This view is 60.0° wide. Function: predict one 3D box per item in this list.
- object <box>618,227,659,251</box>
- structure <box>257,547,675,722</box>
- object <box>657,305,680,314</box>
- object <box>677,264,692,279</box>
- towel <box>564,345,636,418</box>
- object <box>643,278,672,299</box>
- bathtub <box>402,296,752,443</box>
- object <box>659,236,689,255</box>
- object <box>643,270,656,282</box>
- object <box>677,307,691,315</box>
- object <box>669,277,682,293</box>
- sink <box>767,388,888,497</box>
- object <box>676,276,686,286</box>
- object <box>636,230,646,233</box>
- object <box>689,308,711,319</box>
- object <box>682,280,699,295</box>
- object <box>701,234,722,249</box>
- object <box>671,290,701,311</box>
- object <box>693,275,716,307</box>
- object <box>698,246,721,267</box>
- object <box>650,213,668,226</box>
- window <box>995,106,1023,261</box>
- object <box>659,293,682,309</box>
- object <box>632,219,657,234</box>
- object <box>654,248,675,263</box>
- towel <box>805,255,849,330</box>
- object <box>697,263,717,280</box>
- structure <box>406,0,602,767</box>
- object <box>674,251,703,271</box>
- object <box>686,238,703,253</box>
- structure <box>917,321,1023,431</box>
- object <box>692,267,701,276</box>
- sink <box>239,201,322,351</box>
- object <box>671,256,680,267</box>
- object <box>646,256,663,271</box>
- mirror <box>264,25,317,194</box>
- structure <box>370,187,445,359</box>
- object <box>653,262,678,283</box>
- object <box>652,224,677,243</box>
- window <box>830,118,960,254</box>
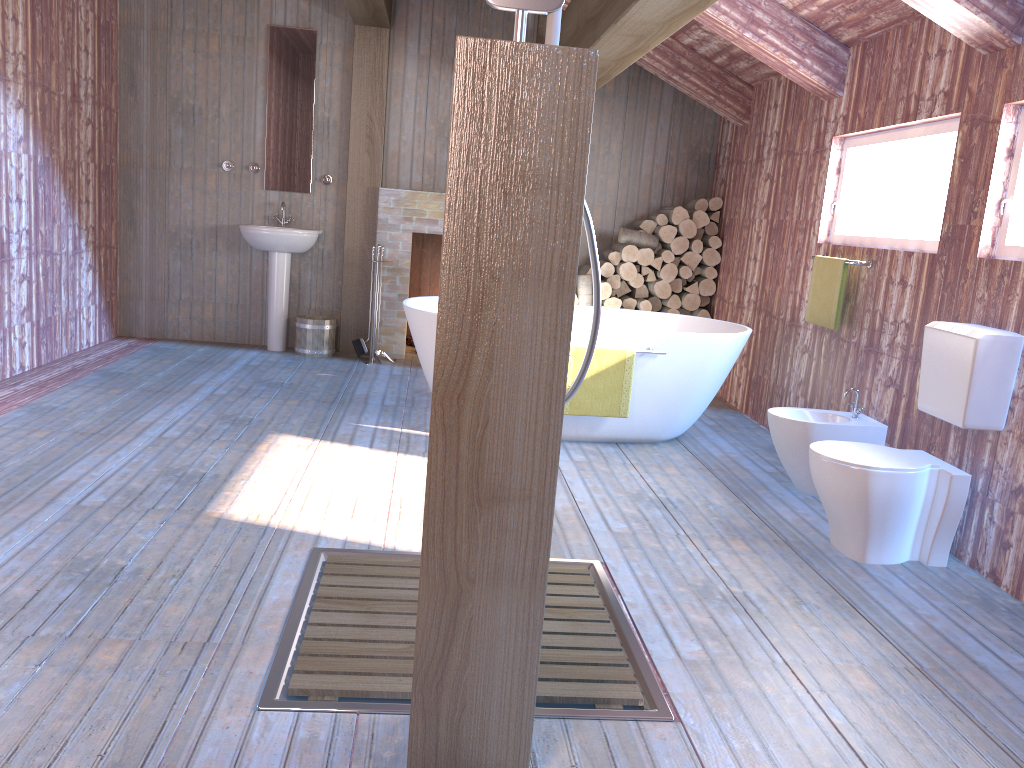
[{"bbox_3d":[0.964,-1.105,6.764,0.302,0.157,0.121,4,11,-5],"label":"object"},{"bbox_3d":[-0.144,0.716,2.603,1.000,0.067,1.000,4,11,-6],"label":"structure"},{"bbox_3d":[1.223,-0.553,6.970,0.116,0.117,0.289,3,11,-8],"label":"object"},{"bbox_3d":[1.303,-0.892,6.938,0.102,0.109,0.438,4,11,-5],"label":"object"},{"bbox_3d":[0.432,-0.012,4.518,0.370,0.361,0.032,3,11,-9],"label":"towel"},{"bbox_3d":[1.121,-0.761,6.950,0.141,0.143,0.437,3,11,-7],"label":"object"},{"bbox_3d":[0.349,-0.286,5.041,1.935,1.109,1.460,8,11,16],"label":"bathtub"},{"bbox_3d":[1.247,-1.079,6.899,0.143,0.151,0.440,4,11,-5],"label":"object"},{"bbox_3d":[1.065,-0.856,6.930,0.085,0.096,0.280,4,11,-5],"label":"object"},{"bbox_3d":[1.324,-0.571,7.107,0.118,0.106,0.319,3,11,-8],"label":"object"},{"bbox_3d":[1.240,-0.787,6.941,0.111,0.118,0.302,4,11,-6],"label":"object"},{"bbox_3d":[1.457,0.263,4.210,0.515,0.517,0.335,4,11,-5],"label":"sink"},{"bbox_3d":[1.310,-0.808,6.944,0.065,0.069,0.177,4,11,-6],"label":"object"},{"bbox_3d":[0.973,-1.146,6.959,0.113,0.130,0.291,4,11,-5],"label":"object"},{"bbox_3d":[1.445,-0.550,7.041,0.139,0.137,0.455,3,11,-7],"label":"object"},{"bbox_3d":[1.364,-0.780,6.967,0.115,0.112,0.423,4,11,-5],"label":"object"},{"bbox_3d":[1.522,-1.116,6.915,0.102,0.109,0.438,4,11,-5],"label":"object"},{"bbox_3d":[1.353,-0.667,6.996,0.137,0.133,0.437,3,11,-7],"label":"object"},{"bbox_3d":[1.473,-0.729,6.997,0.137,0.256,0.439,4,11,-5],"label":"object"},{"bbox_3d":[1.499,-1.007,6.938,0.147,0.152,0.439,4,11,-5],"label":"object"},{"bbox_3d":[1.134,-1.269,6.841,0.094,0.097,0.227,4,11,-5],"label":"object"},{"bbox_3d":[1.986,-0.658,2.829,0.054,0.587,1.255,4,11,-5],"label":"window"},{"bbox_3d":[1.230,-0.660,6.954,0.114,0.113,0.301,3,11,-8],"label":"object"},{"bbox_3d":[1.033,-1.226,6.950,0.140,0.121,0.319,4,11,-4],"label":"object"},{"bbox_3d":[1.162,-1.007,6.902,0.102,0.109,0.438,4,11,-5],"label":"object"},{"bbox_3d":[1.648,-0.484,4.649,0.032,0.361,0.370,4,11,-5],"label":"towel"},{"bbox_3d":[1.498,-0.890,6.957,0.102,0.109,0.438,4,11,-5],"label":"object"},{"bbox_3d":[0.014,-0.269,1.867,0.328,2.209,0.522,8,11,15],"label":"structure"},{"bbox_3d":[1.343,-0.975,6.957,0.172,0.151,0.482,4,11,-4],"label":"object"},{"bbox_3d":[1.387,-1.082,6.909,0.089,0.106,0.437,4,11,-5],"label":"object"},{"bbox_3d":[1.717,-0.039,3.364,0.182,0.363,0.358,4,11,-5],"label":"structure"},{"bbox_3d":[1.433,-0.902,6.995,0.088,0.092,0.280,4,11,-5],"label":"object"},{"bbox_3d":[-1.776,-0.806,6.731,0.582,1.143,0.475,4,11,-6],"label":"sink"},{"bbox_3d":[1.234,-0.952,6.900,0.095,0.090,0.278,4,11,-4],"label":"object"},{"bbox_3d":[1.068,-0.943,6.906,0.109,0.124,0.424,4,11,-6],"label":"object"},{"bbox_3d":[-1.675,-2.065,6.705,0.350,1.199,0.009,4,11,-6],"label":"mirror"},{"bbox_3d":[-0.511,-0.823,6.977,1.130,1.330,0.226,4,11,-6],"label":"structure"},{"bbox_3d":[1.174,-0.880,6.931,0.136,0.157,0.439,4,11,-5],"label":"object"},{"bbox_3d":[1.156,-1.176,6.890,0.139,0.148,0.458,4,11,-5],"label":"object"},{"bbox_3d":[1.881,-0.954,4.344,0.054,0.587,1.255,4,11,-5],"label":"window"}]
